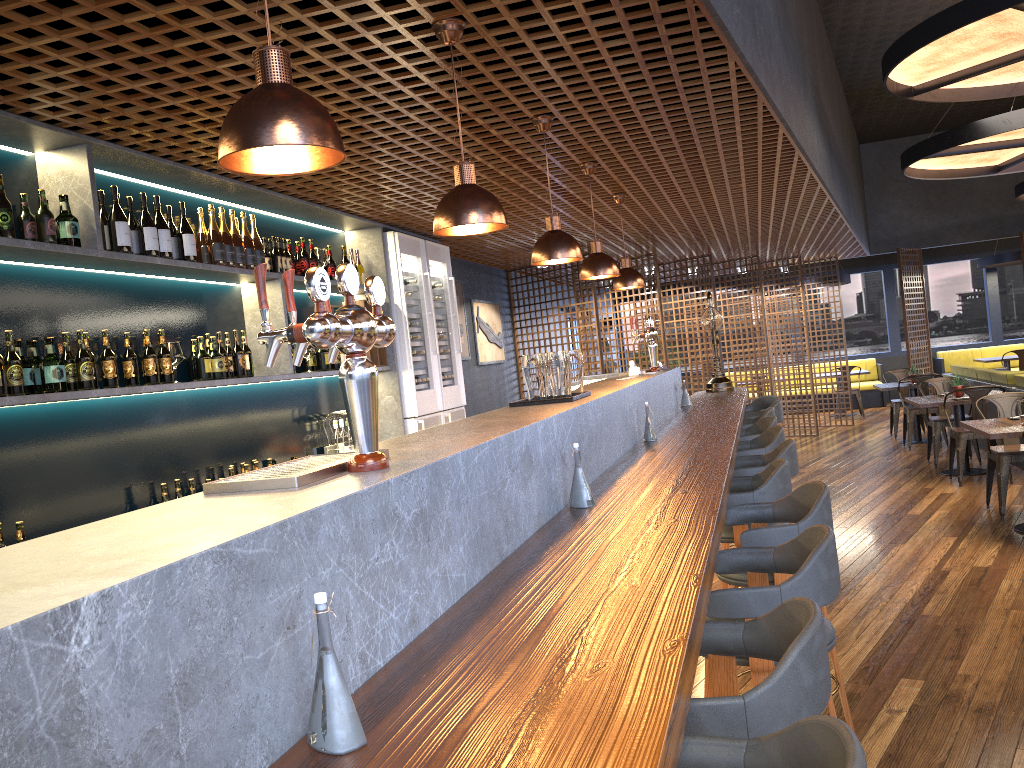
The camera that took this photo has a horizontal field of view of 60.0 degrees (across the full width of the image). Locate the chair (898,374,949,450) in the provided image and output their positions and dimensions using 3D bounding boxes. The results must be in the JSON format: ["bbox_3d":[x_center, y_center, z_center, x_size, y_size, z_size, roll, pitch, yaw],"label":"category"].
[{"bbox_3d":[5.048,0.322,10.903,0.504,0.917,0.541,-6,1,16],"label":"chair"}]

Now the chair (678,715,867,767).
[{"bbox_3d":[0.301,1.004,1.227,0.438,1.048,0.483,-7,1,-13],"label":"chair"}]

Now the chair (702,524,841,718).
[{"bbox_3d":[0.705,0.931,2.441,0.438,1.048,0.483,-5,2,45],"label":"chair"}]

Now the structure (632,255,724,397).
[{"bbox_3d":[2.275,-0.299,12.051,0.050,2.700,1.319,-8,2,-44],"label":"structure"}]

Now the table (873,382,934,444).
[{"bbox_3d":[5.244,0.366,11.491,0.887,0.763,0.906,-6,1,16],"label":"table"}]

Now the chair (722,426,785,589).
[{"bbox_3d":[1.416,0.787,5.213,0.438,1.048,0.483,-7,1,-24],"label":"chair"}]

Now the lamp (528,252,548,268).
[{"bbox_3d":[0.310,-1.305,9.264,0.228,0.172,0.228,-6,1,16],"label":"lamp"}]

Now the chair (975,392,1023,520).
[{"bbox_3d":[3.939,0.538,6.898,0.504,0.917,0.541,-6,1,16],"label":"chair"}]

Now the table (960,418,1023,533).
[{"bbox_3d":[3.801,0.647,6.295,0.887,0.763,0.906,-6,1,16],"label":"table"}]

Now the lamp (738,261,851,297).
[{"bbox_3d":[5.024,-2.797,16.182,1.979,2.172,1.979,-6,1,22],"label":"lamp"}]

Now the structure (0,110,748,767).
[{"bbox_3d":[-0.241,0.151,4.649,2.700,2.700,9.298,-6,1,16],"label":"structure"}]

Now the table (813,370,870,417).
[{"bbox_3d":[5.945,0.183,15.934,0.887,0.763,0.906,-6,1,16],"label":"table"}]

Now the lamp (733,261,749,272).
[{"bbox_3d":[3.436,-1.741,13.273,0.228,0.172,0.228,-6,1,16],"label":"lamp"}]

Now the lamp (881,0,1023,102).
[{"bbox_3d":[3.959,-2.922,6.007,2.778,1.159,2.778,-7,1,-24],"label":"lamp"}]

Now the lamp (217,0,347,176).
[{"bbox_3d":[-0.491,-0.777,1.755,0.250,0.673,0.250,-6,1,3],"label":"lamp"}]

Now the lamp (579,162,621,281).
[{"bbox_3d":[0.486,-0.967,5.262,0.250,0.673,0.250,-7,2,-42],"label":"lamp"}]

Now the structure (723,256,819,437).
[{"bbox_3d":[3.986,-0.525,13.729,0.050,2.700,1.319,-8,2,-44],"label":"structure"}]

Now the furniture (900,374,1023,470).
[{"bbox_3d":[6.910,0.197,7.786,4.895,0.914,7.462,-6,1,11],"label":"furniture"}]

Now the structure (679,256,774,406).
[{"bbox_3d":[3.131,-0.412,12.890,0.050,2.700,1.319,-8,2,-44],"label":"structure"}]

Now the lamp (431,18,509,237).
[{"bbox_3d":[-0.171,-0.839,2.903,0.250,0.673,0.250,-7,2,-42],"label":"lamp"}]

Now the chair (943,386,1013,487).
[{"bbox_3d":[4.343,0.461,8.292,0.504,0.917,0.541,-6,1,16],"label":"chair"}]

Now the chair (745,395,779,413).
[{"bbox_3d":[2.167,0.644,7.797,0.438,1.048,0.483,-6,1,8],"label":"chair"}]

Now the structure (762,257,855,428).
[{"bbox_3d":[4.842,-0.638,14.568,0.050,2.700,1.319,-8,2,-44],"label":"structure"}]

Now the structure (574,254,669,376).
[{"bbox_3d":[1.420,-0.186,11.212,0.050,2.700,1.319,-8,2,-44],"label":"structure"}]

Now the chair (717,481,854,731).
[{"bbox_3d":[0.940,0.889,3.129,0.438,1.048,0.483,-5,2,35],"label":"chair"}]

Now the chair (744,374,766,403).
[{"bbox_3d":[4.398,0.279,15.644,0.504,0.917,0.541,-6,1,16],"label":"chair"}]

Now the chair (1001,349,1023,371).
[{"bbox_3d":[8.335,-0.122,14.526,0.504,0.917,0.541,-6,1,16],"label":"chair"}]

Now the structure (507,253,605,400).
[{"bbox_3d":[0.564,-0.073,10.373,0.050,2.700,1.319,-8,2,-44],"label":"structure"}]

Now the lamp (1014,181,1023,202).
[{"bbox_3d":[7.718,-3.270,10.911,2.778,1.475,2.778,-6,1,16],"label":"lamp"}]

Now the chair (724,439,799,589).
[{"bbox_3d":[1.257,0.822,4.495,0.438,1.048,0.483,-5,2,45],"label":"chair"}]

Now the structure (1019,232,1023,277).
[{"bbox_3d":[8.015,-0.958,13.510,0.852,2.700,0.050,-8,2,-44],"label":"structure"}]

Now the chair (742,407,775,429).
[{"bbox_3d":[1.788,0.712,6.647,0.438,1.048,0.483,-7,1,-13],"label":"chair"}]

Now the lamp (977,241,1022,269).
[{"bbox_3d":[8.926,-3.195,15.073,1.979,2.172,1.979,-7,2,-29],"label":"lamp"}]

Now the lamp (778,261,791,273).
[{"bbox_3d":[4.335,-1.859,14.114,0.228,0.172,0.228,-6,1,16],"label":"lamp"}]

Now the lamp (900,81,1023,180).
[{"bbox_3d":[4.963,-2.901,8.017,2.778,1.475,2.778,-6,1,20],"label":"lamp"}]

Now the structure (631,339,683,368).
[{"bbox_3d":[2.937,-0.042,18.044,1.166,1.763,0.993,-7,1,-14],"label":"structure"}]

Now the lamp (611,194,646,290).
[{"bbox_3d":[0.810,-1.030,6.425,0.250,0.673,0.250,-7,2,-42],"label":"lamp"}]

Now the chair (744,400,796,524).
[{"bbox_3d":[2.019,0.673,7.228,0.438,1.048,0.483,-5,2,45],"label":"chair"}]

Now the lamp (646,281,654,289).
[{"bbox_3d":[2.237,-1.640,14.502,0.228,0.172,0.228,-6,1,16],"label":"lamp"}]

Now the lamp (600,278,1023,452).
[{"bbox_3d":[5.385,-0.611,10.670,9.057,2.714,3.017,-6,1,16],"label":"lamp"}]

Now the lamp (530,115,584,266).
[{"bbox_3d":[0.177,-0.906,4.152,0.250,0.673,0.250,-7,2,-42],"label":"lamp"}]

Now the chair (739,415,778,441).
[{"bbox_3d":[1.585,0.752,5.899,0.438,1.048,0.483,-5,2,30],"label":"chair"}]

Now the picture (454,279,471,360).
[{"bbox_3d":[-0.605,-0.625,8.532,0.028,0.809,1.039,-6,1,16],"label":"picture"}]

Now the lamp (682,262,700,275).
[{"bbox_3d":[2.525,-1.623,12.466,0.228,0.172,0.228,-6,1,16],"label":"lamp"}]

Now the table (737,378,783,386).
[{"bbox_3d":[4.605,0.320,16.315,0.887,0.763,0.906,-6,1,16],"label":"table"}]

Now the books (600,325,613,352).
[{"bbox_3d":[1.752,-0.848,16.572,0.223,0.489,0.286,-6,1,7],"label":"books"}]

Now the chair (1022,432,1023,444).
[{"bbox_3d":[3.605,0.603,5.701,0.504,0.917,0.541,-6,1,16],"label":"chair"}]

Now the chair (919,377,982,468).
[{"bbox_3d":[4.677,0.396,9.491,0.504,0.917,0.541,-6,1,16],"label":"chair"}]

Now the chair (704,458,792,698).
[{"bbox_3d":[1.022,0.863,3.853,0.438,1.048,0.483,-7,1,-13],"label":"chair"}]

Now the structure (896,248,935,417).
[{"bbox_3d":[6.388,-0.792,13.972,0.852,2.700,0.050,-8,2,-44],"label":"structure"}]

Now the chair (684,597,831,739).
[{"bbox_3d":[0.449,0.974,1.804,0.438,1.048,0.483,-7,1,-13],"label":"chair"}]

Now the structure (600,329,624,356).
[{"bbox_3d":[1.916,-0.800,16.987,0.293,0.563,1.220,-6,1,16],"label":"structure"}]

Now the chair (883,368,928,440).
[{"bbox_3d":[5.377,0.258,12.083,0.504,0.917,0.541,-6,1,16],"label":"chair"}]

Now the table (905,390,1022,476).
[{"bbox_3d":[4.525,0.506,8.892,0.887,0.763,0.906,-6,1,16],"label":"table"}]

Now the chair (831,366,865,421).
[{"bbox_3d":[5.767,0.139,15.255,0.504,0.917,0.541,-6,1,16],"label":"chair"}]

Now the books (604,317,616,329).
[{"bbox_3d":[1.894,-1.167,17.215,0.177,0.245,0.450,-6,1,16],"label":"books"}]

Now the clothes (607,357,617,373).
[{"bbox_3d":[2.049,0.212,16.985,0.401,1.494,0.423,-6,1,12],"label":"clothes"}]

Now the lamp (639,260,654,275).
[{"bbox_3d":[1.789,-1.522,11.587,0.228,0.172,0.228,-6,1,16],"label":"lamp"}]

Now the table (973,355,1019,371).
[{"bbox_3d":[8.530,-0.080,15.200,0.887,0.763,0.906,-6,1,16],"label":"table"}]
